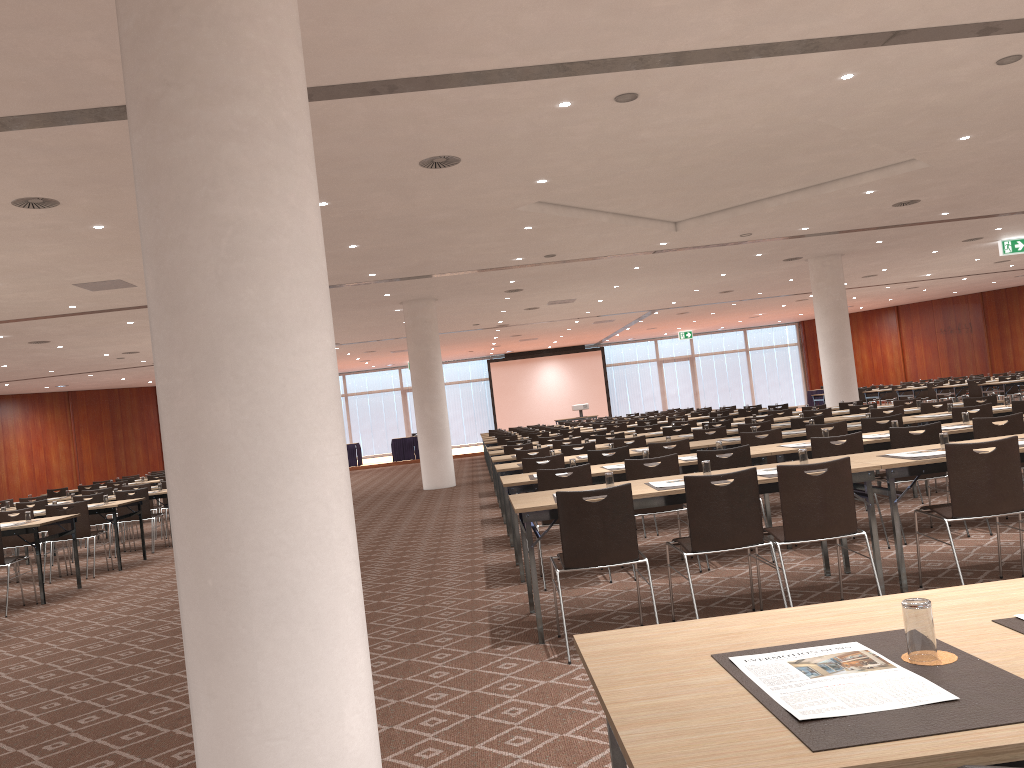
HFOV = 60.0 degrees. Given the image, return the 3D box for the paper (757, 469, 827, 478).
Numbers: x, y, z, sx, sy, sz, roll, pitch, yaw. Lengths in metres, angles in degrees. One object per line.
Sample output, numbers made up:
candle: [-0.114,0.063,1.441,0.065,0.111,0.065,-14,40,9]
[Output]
paper: [1.787,0.563,5.752,0.460,0.003,0.565,-6,-2,-5]

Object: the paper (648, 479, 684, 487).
paper: [1.061,0.644,5.792,0.283,0.006,0.398,-7,-2,0]

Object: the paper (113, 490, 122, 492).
paper: [-6.975,1.878,15.438,0.283,0.006,0.398,-6,-2,-2]

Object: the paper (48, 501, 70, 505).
paper: [-6.856,1.799,13.428,0.283,0.006,0.398,-7,-2,-2]

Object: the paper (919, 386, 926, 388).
paper: [11.006,0.080,23.709,0.460,0.003,0.565,-7,-2,-1]

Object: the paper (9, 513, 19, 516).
paper: [-6.712,1.721,11.377,0.460,0.003,0.565,-7,-2,-1]

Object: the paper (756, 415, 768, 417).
paper: [4.470,0.578,15.960,0.283,0.006,0.398,-6,-2,-3]

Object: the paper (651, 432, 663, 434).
paper: [2.332,0.757,13.858,0.283,0.006,0.398,-6,-2,-5]

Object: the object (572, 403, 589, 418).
object: [2.526,0.982,32.603,0.576,0.472,0.614,-6,-2,-3]

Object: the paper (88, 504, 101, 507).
paper: [-5.473,1.577,11.458,0.283,0.006,0.398,-6,-2,-4]

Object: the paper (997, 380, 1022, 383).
paper: [11.182,-0.068,19.724,0.460,0.003,0.565,-6,-2,-2]

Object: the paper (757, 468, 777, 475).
paper: [1.716,0.569,5.827,0.283,0.006,0.398,-7,-2,-1]

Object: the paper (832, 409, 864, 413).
paper: [5.300,0.422,13.947,0.460,0.003,0.565,-6,-2,-4]

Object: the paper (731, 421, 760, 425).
paper: [3.656,0.608,13.858,0.460,0.003,0.565,-6,-2,-3]

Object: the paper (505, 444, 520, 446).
paper: [-0.004,1.087,15.771,0.283,0.006,0.398,-6,-2,-3]

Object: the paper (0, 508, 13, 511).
paper: [-7.770,1.905,13.323,0.460,0.003,0.565,-7,-2,0]

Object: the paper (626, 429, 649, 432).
paper: [2.286,0.828,15.785,0.460,0.003,0.565,-7,-2,1]

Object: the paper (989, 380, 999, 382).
paper: [11.721,-0.066,21.742,0.460,0.003,0.565,-6,-2,-5]

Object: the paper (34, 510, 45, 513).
paper: [-6.139,1.653,11.442,0.283,0.006,0.398,-6,-2,-3]

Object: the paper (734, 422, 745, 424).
paper: [3.598,0.613,13.907,0.283,0.006,0.398,-6,-2,-3]

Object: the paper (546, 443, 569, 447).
paper: [0.782,0.934,13.720,0.460,0.003,0.565,-6,-2,-3]

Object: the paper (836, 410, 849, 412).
paper: [5.218,0.429,13.989,0.283,0.006,0.398,-6,-2,-2]

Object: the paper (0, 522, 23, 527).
paper: [-5.415,1.507,9.483,0.283,0.006,0.398,-6,-2,-5]

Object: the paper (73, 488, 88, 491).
paper: [-9.307,2.256,18.747,0.460,0.003,0.565,-6,-2,-2]

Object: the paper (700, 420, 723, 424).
paper: [3.600,0.679,15.840,0.460,0.003,0.565,-7,-2,-2]

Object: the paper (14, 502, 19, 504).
paper: [-8.561,2.057,15.347,0.283,0.006,0.398,-6,-2,-4]

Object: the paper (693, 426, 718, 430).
paper: [3.026,0.679,13.807,0.460,0.003,0.565,-7,-2,-1]

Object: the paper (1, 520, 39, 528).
paper: [-5.369,1.504,9.437,0.460,0.003,0.565,-6,-2,-6]

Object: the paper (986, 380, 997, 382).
paper: [11.682,-0.063,21.812,0.283,0.006,0.398,-6,-2,-6]

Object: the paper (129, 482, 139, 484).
paper: [-8.099,2.116,18.838,0.283,0.006,0.398,-6,-2,-3]

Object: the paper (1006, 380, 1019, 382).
paper: [11.119,-0.064,19.771,0.283,0.006,0.398,-6,-2,-2]

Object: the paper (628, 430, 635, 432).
paper: [2.228,0.833,15.846,0.283,0.006,0.398,-6,-2,-3]

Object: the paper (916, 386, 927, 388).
paper: [10.926,0.087,23.777,0.283,0.006,0.398,-6,-2,-4]

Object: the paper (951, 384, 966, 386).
paper: [11.066,0.008,21.702,0.460,0.003,0.565,-6,-2,-5]

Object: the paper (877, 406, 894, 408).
paper: [5.907,0.352,13.934,0.460,0.003,0.565,-6,-2,-2]

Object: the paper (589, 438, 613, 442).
paper: [1.403,0.864,13.737,0.460,0.003,0.565,-6,-2,-6]

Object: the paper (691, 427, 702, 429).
paper: [2.970,0.684,13.893,0.283,0.006,0.398,-7,-2,1]

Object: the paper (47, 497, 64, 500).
paper: [-7.931,1.985,15.370,0.283,0.006,0.398,-7,-2,-1]

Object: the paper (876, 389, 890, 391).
paper: [10.886,0.157,25.690,0.460,0.003,0.565,-6,-2,-4]

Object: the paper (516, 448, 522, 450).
paper: [0.087,1.011,13.755,0.283,0.006,0.398,-7,-2,0]

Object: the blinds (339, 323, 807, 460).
blinds: [1.723,0.436,39.208,22.850,3.815,0.115,-6,-1,-3]

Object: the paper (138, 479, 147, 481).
paper: [-8.769,2.259,20.765,0.460,0.003,0.565,-6,-2,-5]

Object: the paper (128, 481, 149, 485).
paper: [-8.003,2.108,18.819,0.460,0.003,0.565,-7,-2,-2]

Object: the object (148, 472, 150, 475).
object: [-9.341,2.332,22.841,0.054,0.114,0.054,-6,-2,-36]

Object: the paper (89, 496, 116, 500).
paper: [-6.196,1.726,13.391,0.460,0.003,0.565,-6,-2,-5]

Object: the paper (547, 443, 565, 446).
paper: [0.691,0.943,13.779,0.283,0.006,0.398,-6,-2,-2]

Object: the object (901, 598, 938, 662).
object: [0.810,0.487,1.762,0.054,0.114,0.054,-6,-2,-36]

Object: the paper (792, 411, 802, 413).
paper: [5.112,0.506,16.001,0.283,0.006,0.398,-7,-2,0]

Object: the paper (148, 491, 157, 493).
paper: [-5.562,1.652,13.482,0.283,0.006,0.398,-6,-2,-3]

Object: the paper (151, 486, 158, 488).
paper: [-6.305,1.800,15.421,0.283,0.006,0.398,-7,-2,0]

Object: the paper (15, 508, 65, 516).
paper: [-6.072,1.648,11.398,0.460,0.003,0.565,-7,-2,-1]

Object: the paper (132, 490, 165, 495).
paper: [-5.534,1.651,13.431,0.460,0.003,0.565,-6,-2,-4]

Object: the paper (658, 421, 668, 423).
paper: [3.413,0.812,19.331,0.460,0.003,0.565,-6,-2,-2]

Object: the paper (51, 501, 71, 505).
paper: [-6.787,1.792,13.331,0.460,0.003,0.565,-6,-2,-2]

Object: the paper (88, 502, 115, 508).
paper: [-5.449,1.577,11.422,0.460,0.003,0.565,-6,-2,-3]

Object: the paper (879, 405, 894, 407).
paper: [5.895,0.352,14.026,0.283,0.006,0.398,-7,-2,-1]

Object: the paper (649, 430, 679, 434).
paper: [2.397,0.751,13.778,0.460,0.003,0.565,-6,-2,-6]

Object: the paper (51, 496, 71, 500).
paper: [-7.891,1.983,15.318,0.460,0.003,0.565,-6,-2,-2]
